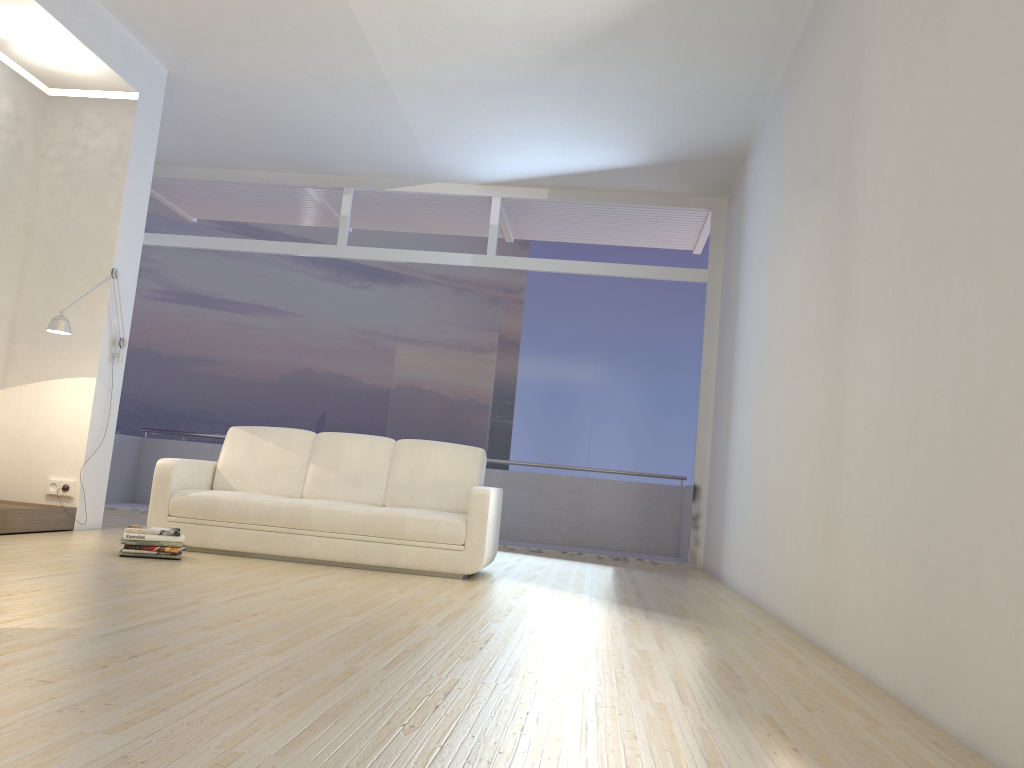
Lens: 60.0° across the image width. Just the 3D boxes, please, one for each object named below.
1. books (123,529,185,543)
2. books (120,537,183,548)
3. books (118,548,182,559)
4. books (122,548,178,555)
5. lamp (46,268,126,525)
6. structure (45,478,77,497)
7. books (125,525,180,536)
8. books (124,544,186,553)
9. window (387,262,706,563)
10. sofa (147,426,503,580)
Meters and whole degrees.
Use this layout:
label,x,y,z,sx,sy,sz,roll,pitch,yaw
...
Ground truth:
label,x,y,z,sx,sy,sz,roll,pitch,yaw
books,-2.057,0.874,5.093,0.319,0.038,0.247,8,-7,-23
books,-2.060,0.906,5.089,0.328,0.027,0.247,8,-7,-19
books,-2.067,0.972,5.081,0.328,0.018,0.247,8,-7,-19
books,-2.070,0.953,5.081,0.287,0.018,0.247,8,-7,-20
lamp,-3.000,0.050,6.098,0.204,1.841,0.891,5,-7,2
structure,-3.183,0.732,6.252,0.206,0.114,0.028,5,-7,6
books,-2.060,0.842,5.095,0.287,0.025,0.247,8,-7,-20
books,-2.044,0.935,5.089,0.287,0.025,0.247,6,-7,-9
window,0.282,0.228,8.645,2.988,2.706,0.012,5,-7,6
sofa,-1.168,0.744,5.960,2.166,0.862,0.941,5,-7,6
